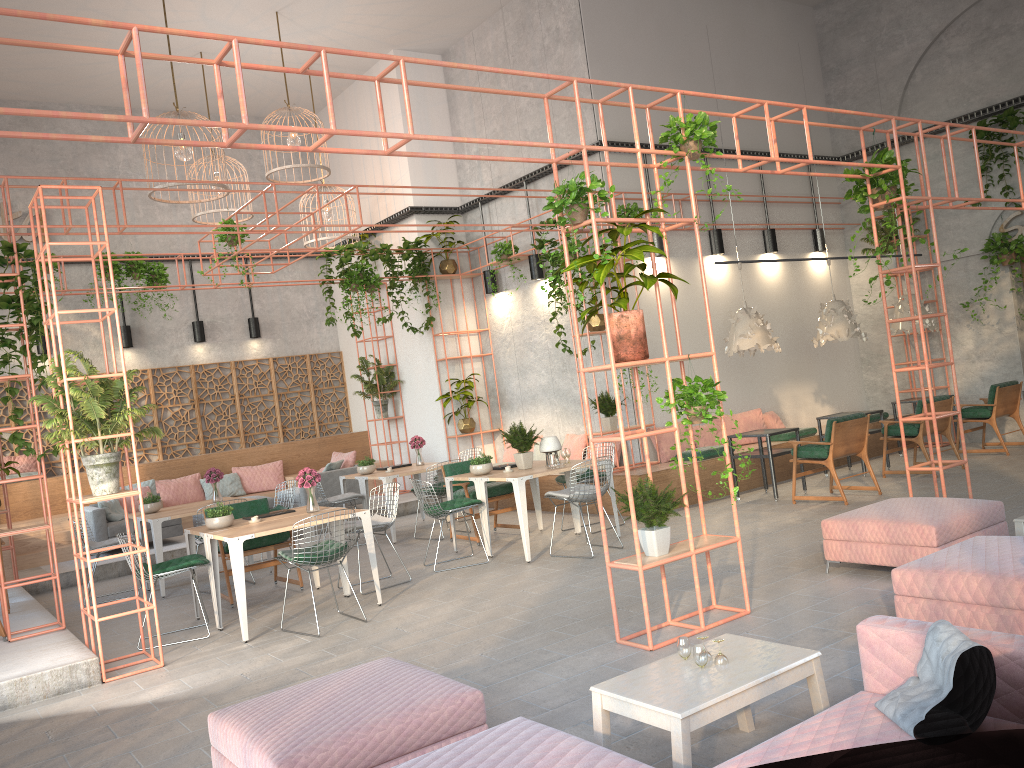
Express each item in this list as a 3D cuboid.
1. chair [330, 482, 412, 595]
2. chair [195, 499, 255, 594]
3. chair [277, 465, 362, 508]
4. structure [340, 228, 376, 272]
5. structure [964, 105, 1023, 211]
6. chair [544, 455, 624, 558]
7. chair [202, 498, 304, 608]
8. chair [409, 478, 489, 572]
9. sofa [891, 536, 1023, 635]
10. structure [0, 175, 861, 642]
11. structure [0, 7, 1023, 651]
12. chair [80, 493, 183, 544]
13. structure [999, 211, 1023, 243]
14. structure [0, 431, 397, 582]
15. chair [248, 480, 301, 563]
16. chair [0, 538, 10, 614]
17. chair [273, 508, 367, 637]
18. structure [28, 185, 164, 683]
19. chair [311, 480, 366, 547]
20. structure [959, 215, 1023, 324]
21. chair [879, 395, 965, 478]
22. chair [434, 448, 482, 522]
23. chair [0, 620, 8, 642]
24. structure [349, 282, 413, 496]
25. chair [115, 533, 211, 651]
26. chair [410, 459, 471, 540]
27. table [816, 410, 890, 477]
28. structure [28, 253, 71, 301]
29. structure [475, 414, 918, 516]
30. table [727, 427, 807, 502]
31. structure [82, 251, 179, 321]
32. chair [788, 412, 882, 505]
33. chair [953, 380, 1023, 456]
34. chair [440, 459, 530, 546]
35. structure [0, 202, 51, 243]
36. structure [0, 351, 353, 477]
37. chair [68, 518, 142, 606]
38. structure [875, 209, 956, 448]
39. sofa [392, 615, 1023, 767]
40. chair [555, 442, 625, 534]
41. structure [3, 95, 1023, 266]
[{"bbox_3d":[-1.379,1.472,8.524,0.717,0.941,0.565,-7,0,-34],"label":"chair"},{"bbox_3d":[-3.132,1.714,9.527,0.565,0.941,0.717,-7,-1,-39],"label":"chair"},{"bbox_3d":[-2.922,1.649,13.621,1.052,0.672,1.127,-7,0,-35],"label":"chair"},{"bbox_3d":[-2.625,-2.225,15.068,0.903,0.803,0.934,-8,0,27],"label":"structure"},{"bbox_3d":[7.103,-3.110,12.031,0.856,1.514,1.939,-7,-1,-41],"label":"structure"},{"bbox_3d":[0.692,1.196,8.782,0.565,0.941,0.717,-7,-1,-39],"label":"chair"},{"bbox_3d":[-2.589,1.640,8.795,0.722,0.917,0.685,-7,0,-35],"label":"chair"},{"bbox_3d":[-0.631,1.375,9.063,0.717,0.941,0.565,-7,0,-19],"label":"chair"},{"bbox_3d":[3.467,0.938,4.778,2.219,0.672,1.960,-7,0,-35],"label":"sofa"},{"bbox_3d":[0.174,-0.630,12.680,14.096,4.345,4.501,-7,0,-36],"label":"structure"},{"bbox_3d":[3.236,-0.527,5.578,14.689,4.247,4.157,-7,0,-35],"label":"structure"},{"bbox_3d":[-5.335,1.920,12.420,1.127,0.586,1.056,-7,0,-35],"label":"chair"},{"bbox_3d":[7.297,-2.290,12.091,0.063,0.505,1.312,-7,0,-35],"label":"structure"},{"bbox_3d":[-5.654,1.793,12.933,9.152,1.111,3.396,-7,0,-35],"label":"structure"},{"bbox_3d":[-2.951,1.699,10.879,0.717,0.941,0.565,-7,0,-34],"label":"chair"},{"bbox_3d":[-5.351,1.815,8.643,0.722,0.929,0.685,-7,0,-35],"label":"chair"},{"bbox_3d":[-1.561,1.486,7.172,0.565,0.941,0.717,-7,-1,-39],"label":"chair"},{"bbox_3d":[-3.158,0.357,6.716,0.424,3.602,0.624,-7,0,-35],"label":"structure"},{"bbox_3d":[-2.233,1.606,11.376,0.717,0.941,0.565,-7,0,-19],"label":"chair"},{"bbox_3d":[7.019,-1.632,12.700,0.950,1.527,0.921,-8,0,-2],"label":"structure"},{"bbox_3d":[5.021,0.643,10.927,0.722,0.930,0.685,-7,0,-35],"label":"chair"},{"bbox_3d":[-0.728,1.412,12.447,0.717,0.941,0.565,-7,0,-34],"label":"chair"},{"bbox_3d":[-4.565,1.706,7.004,0.685,0.914,0.722,-8,0,5],"label":"chair"},{"bbox_3d":[-2.239,0.090,15.190,0.424,3.596,0.624,-7,0,-35],"label":"structure"},{"bbox_3d":[-2.884,1.666,7.453,0.717,0.941,0.565,-7,0,-19],"label":"chair"},{"bbox_3d":[-0.909,1.427,11.095,0.565,0.941,0.717,-7,-1,-39],"label":"chair"},{"bbox_3d":[4.496,0.787,11.685,0.602,0.798,0.635,-7,0,-35],"label":"table"},{"bbox_3d":[-7.024,-1.625,13.380,0.605,0.972,0.587,-7,-1,-37],"label":"structure"},{"bbox_3d":[2.658,1.196,13.906,5.831,0.500,4.386,-7,0,-35],"label":"structure"},{"bbox_3d":[3.069,0.970,10.680,0.602,0.798,0.635,-7,0,-35],"label":"table"},{"bbox_3d":[-6.043,-1.592,13.998,1.434,1.290,0.670,-7,0,-35],"label":"structure"},{"bbox_3d":[3.582,0.828,9.912,0.722,0.929,0.685,-7,0,-35],"label":"chair"},{"bbox_3d":[6.429,0.461,11.920,0.722,0.930,0.685,-7,0,-35],"label":"chair"},{"bbox_3d":[-0.336,1.350,10.404,0.722,0.917,0.685,-7,0,-35],"label":"chair"},{"bbox_3d":[-8.149,-2.482,13.658,1.807,0.695,0.087,-7,0,-35],"label":"structure"},{"bbox_3d":[-6.497,0.859,14.480,9.782,2.103,0.132,-7,0,-35],"label":"structure"},{"bbox_3d":[-4.456,1.893,9.809,0.717,0.941,0.565,-7,0,-19],"label":"chair"},{"bbox_3d":[6.155,-0.839,13.565,0.430,3.597,0.630,-7,0,-35],"label":"structure"},{"bbox_3d":[0.594,1.308,2.752,2.219,0.672,1.960,-7,0,-35],"label":"sofa"},{"bbox_3d":[0.874,1.182,10.134,0.717,0.941,0.565,-7,0,-34],"label":"chair"},{"bbox_3d":[-0.358,-2.906,9.746,15.203,0.110,15.603,-7,0,-35],"label":"structure"}]
